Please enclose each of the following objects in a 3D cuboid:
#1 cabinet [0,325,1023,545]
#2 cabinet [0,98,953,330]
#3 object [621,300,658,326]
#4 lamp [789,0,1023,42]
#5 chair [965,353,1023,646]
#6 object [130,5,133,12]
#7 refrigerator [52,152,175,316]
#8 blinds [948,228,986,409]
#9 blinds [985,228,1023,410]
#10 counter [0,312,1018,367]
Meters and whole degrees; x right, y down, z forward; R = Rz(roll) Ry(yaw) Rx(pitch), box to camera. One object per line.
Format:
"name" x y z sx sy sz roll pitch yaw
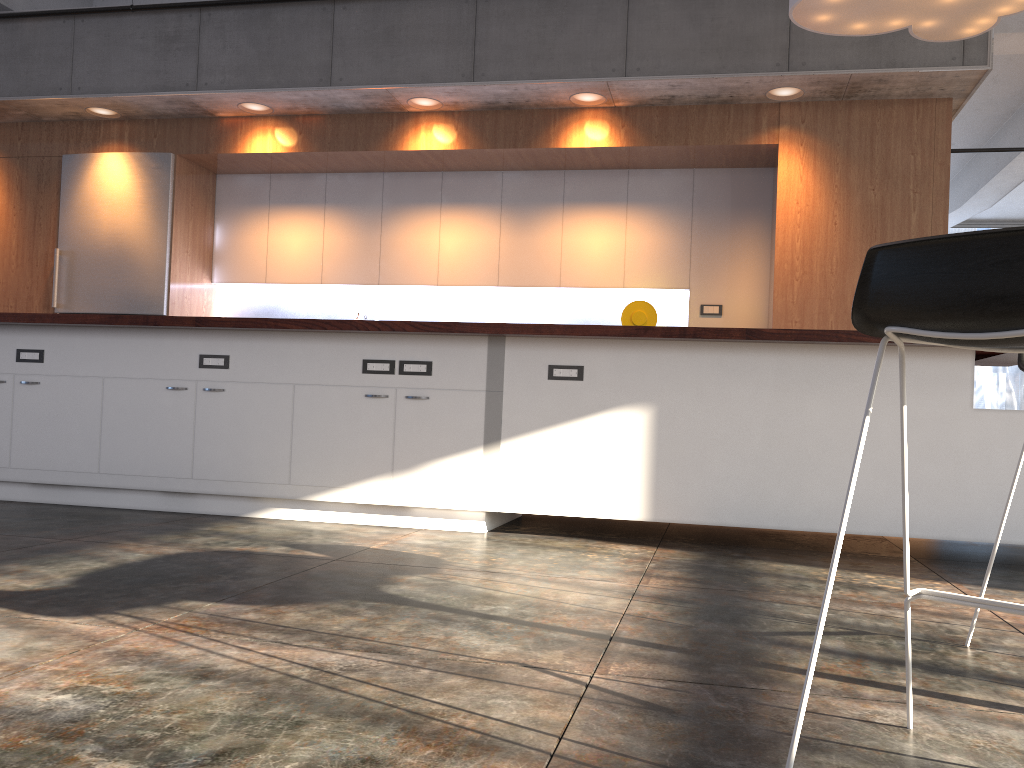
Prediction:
"cabinet" -0.217 0.258 4.537 5.601 0.930 0.930 2 -2 11
"cabinet" -0.886 -0.657 7.614 8.039 2.561 2.400 2 -1 11
"object" 0.928 -0.412 6.414 0.272 0.381 0.100 2 -1 11
"lamp" 1.995 -1.931 4.377 1.101 0.130 0.988 4 -2 -32
"chair" 1.459 0.307 2.125 0.468 0.895 0.501 3 -1 -11
"object" -0.281 -0.344 6.736 0.061 0.053 0.052 2 -2 19
"refrigerator" -3.080 -0.676 6.869 0.950 2.190 0.221 2 -1 8
"blinds" 7.046 -0.855 13.908 0.686 3.558 0.884 2 -1 12
"blinds" 7.894 -0.868 13.601 1.048 3.500 1.008 2 -1 13
"counter" -0.808 0.208 4.664 6.600 0.971 1.152 2 -2 11
